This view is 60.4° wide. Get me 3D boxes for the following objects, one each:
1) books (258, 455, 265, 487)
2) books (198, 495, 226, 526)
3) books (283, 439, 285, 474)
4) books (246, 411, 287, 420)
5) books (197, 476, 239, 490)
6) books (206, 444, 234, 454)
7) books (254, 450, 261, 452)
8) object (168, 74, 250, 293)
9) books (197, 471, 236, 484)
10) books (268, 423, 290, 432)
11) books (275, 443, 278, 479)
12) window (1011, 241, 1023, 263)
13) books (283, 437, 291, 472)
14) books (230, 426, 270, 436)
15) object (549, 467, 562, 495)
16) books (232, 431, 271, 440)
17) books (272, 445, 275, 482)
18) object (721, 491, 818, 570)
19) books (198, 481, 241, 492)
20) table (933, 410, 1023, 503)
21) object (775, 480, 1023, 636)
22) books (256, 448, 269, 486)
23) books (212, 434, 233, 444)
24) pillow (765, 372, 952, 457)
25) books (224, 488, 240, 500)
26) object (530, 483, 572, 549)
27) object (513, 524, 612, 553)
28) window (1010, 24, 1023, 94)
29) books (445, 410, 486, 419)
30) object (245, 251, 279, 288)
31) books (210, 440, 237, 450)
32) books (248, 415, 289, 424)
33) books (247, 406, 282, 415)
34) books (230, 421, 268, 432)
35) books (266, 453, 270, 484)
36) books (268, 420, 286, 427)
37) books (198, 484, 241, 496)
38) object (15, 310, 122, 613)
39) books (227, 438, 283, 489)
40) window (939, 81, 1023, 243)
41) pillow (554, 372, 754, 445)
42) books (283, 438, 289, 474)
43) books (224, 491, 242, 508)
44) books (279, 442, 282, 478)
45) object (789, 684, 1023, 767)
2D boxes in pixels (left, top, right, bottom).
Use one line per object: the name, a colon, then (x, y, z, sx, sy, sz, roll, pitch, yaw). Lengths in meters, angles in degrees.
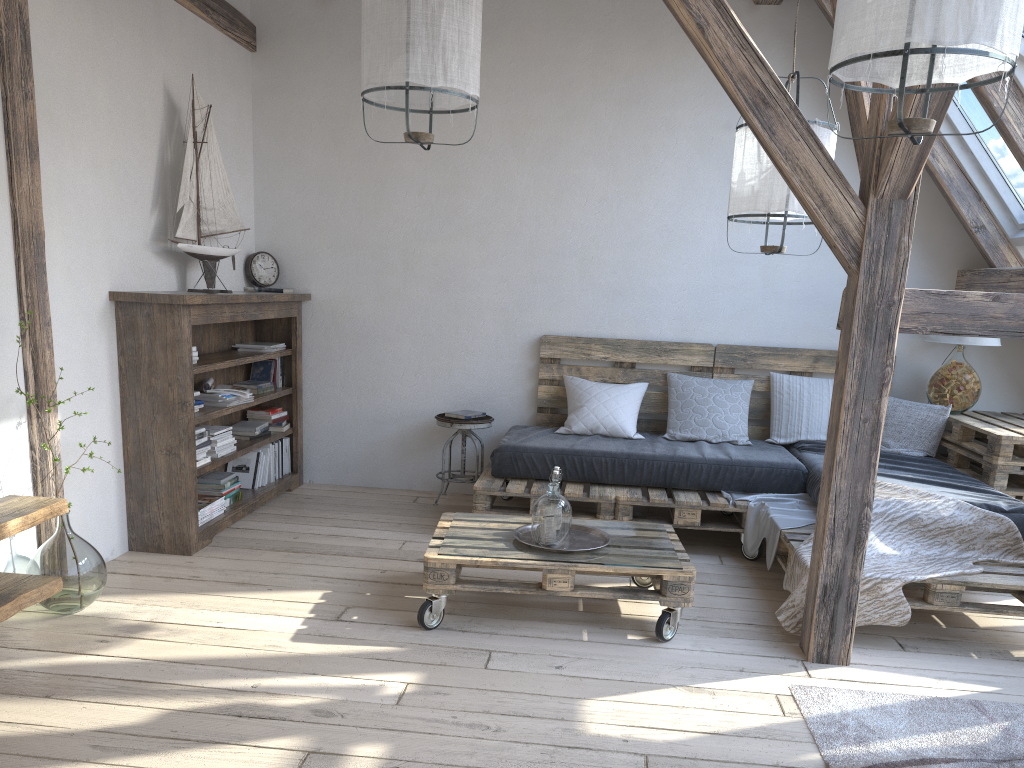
books: (-1.490, 0.494, 5.028, 0.139, 0.179, 0.092, 4, 12, 5)
books: (-1.574, 0.615, 4.311, 0.237, 0.090, 0.310, 3, 7, 5)
books: (-1.467, 0.437, 5.361, 0.157, 0.225, 0.021, 4, 13, 5)
books: (-1.459, 0.182, 5.243, 0.157, 0.022, 0.214, 4, 6, 9)
books: (-1.561, 0.515, 4.637, 0.174, 0.026, 0.216, 3, 6, 0)
books: (-1.537, 0.324, 4.483, 0.157, 0.017, 0.215, 3, 6, 5)
books: (-1.523, 0.479, 5.016, 0.157, 0.211, 0.105, 4, 12, 5)
object: (-1.477, -0.956, 4.320, 0.140, 1.016, 0.772, 5, 11, 11)
books: (-1.556, 0.492, 4.637, 0.132, 0.021, 0.195, 3, 6, 5)
books: (-1.455, 0.256, 5.262, 0.219, 0.031, 0.158, 3, 7, -2)
books: (-1.468, 0.453, 5.220, 0.157, 0.225, 0.021, 4, 13, 5)
window: (3.036, -0.099, 4.187, 1.095, 1.309, 0.835, 4, 11, 5)
books: (-1.442, 0.433, 5.408, 0.157, 0.226, 0.035, 4, 13, 5)
books: (-1.497, 0.264, 5.010, 0.159, 0.023, 0.207, 3, 6, 5)
object: (0.173, 0.476, 3.575, 0.071, 0.274, 0.150, 4, 11, 6)
books: (-1.497, 0.288, 5.008, 0.151, 0.024, 0.224, 4, 7, 14)
books: (-1.469, 0.460, 5.150, 0.157, 0.225, 0.017, 4, 13, 5)
object: (1.348, 0.706, 4.267, 0.505, 0.283, 0.693, 1, 7, -10)
books: (-1.561, 0.534, 4.642, 0.173, 0.013, 0.225, 4, 6, 9)
table: (2.639, 0.558, 4.642, 0.674, 0.718, 0.995, 4, 9, 5)
object: (1.541, 0.718, 3.481, 0.802, 0.485, 0.997, 8, 10, 35)
books: (-1.485, 0.473, 5.057, 0.157, 0.217, 0.088, 4, 12, 5)
books: (-1.529, 0.277, 4.483, 0.139, 0.019, 0.181, 3, 6, 5)
pillow: (1.918, 0.166, 4.944, 0.963, 0.409, 0.379, 6, 10, 21)
books: (-1.550, 0.574, 4.641, 0.157, 0.022, 0.220, 3, 6, 1)
object: (0.156, 0.505, 3.418, 0.155, 0.253, 0.152, -3, 12, -26)
object: (0.200, 0.615, 3.514, 0.392, 0.022, 0.389, 6, 7, 25)
window: (2.052, -1.247, 3.107, 1.349, 1.309, 0.835, 4, 11, 5)
books: (-0.272, 0.178, 5.147, 0.148, 0.022, 0.202, 7, 8, 34)
object: (-1.475, -0.676, 5.204, 0.081, 0.215, 0.202, 13, 14, 41)
books: (-1.534, 0.305, 4.496, 0.157, 0.017, 0.215, 4, 6, 10)
books: (-1.454, 0.205, 5.255, 0.161, 0.027, 0.199, 4, 7, 13)
books: (-1.477, 0.158, 5.256, 0.143, 0.020, 0.197, 3, 6, 5)
books: (-1.495, 0.241, 5.007, 0.152, 0.024, 0.223, 3, 6, 1)
books: (-1.478, 0.485, 5.093, 0.139, 0.188, 0.064, 4, 12, 5)
books: (-1.461, 0.230, 5.251, 0.204, 0.022, 0.146, 2, 7, -5)
books: (-1.549, 0.553, 4.636, 0.157, 0.022, 0.220, 3, 6, 6)
object: (-1.676, 0.283, 3.341, 0.275, 1.148, 0.502, 1, 12, -8)
books: (-1.498, 0.448, 5.130, 0.201, 0.254, 0.402, 4, 8, 6)
window: (2.100, -1.345, 4.002, 1.095, 1.309, 0.835, 4, 11, 5)
pillow: (0.820, 0.121, 5.015, 1.128, 0.364, 0.343, 3, 10, 5)
books: (-1.447, 0.436, 5.381, 0.157, 0.225, 0.021, 4, 13, 5)
books: (-1.552, 0.604, 4.646, 0.173, 0.039, 0.218, 3, 7, 5)
books: (-1.458, 0.449, 5.259, 0.157, 0.225, 0.017, 4, 13, 5)
object: (1.852, 1.218, 1.335, 2.185, 0.058, 3.122, 3, 6, 6)
